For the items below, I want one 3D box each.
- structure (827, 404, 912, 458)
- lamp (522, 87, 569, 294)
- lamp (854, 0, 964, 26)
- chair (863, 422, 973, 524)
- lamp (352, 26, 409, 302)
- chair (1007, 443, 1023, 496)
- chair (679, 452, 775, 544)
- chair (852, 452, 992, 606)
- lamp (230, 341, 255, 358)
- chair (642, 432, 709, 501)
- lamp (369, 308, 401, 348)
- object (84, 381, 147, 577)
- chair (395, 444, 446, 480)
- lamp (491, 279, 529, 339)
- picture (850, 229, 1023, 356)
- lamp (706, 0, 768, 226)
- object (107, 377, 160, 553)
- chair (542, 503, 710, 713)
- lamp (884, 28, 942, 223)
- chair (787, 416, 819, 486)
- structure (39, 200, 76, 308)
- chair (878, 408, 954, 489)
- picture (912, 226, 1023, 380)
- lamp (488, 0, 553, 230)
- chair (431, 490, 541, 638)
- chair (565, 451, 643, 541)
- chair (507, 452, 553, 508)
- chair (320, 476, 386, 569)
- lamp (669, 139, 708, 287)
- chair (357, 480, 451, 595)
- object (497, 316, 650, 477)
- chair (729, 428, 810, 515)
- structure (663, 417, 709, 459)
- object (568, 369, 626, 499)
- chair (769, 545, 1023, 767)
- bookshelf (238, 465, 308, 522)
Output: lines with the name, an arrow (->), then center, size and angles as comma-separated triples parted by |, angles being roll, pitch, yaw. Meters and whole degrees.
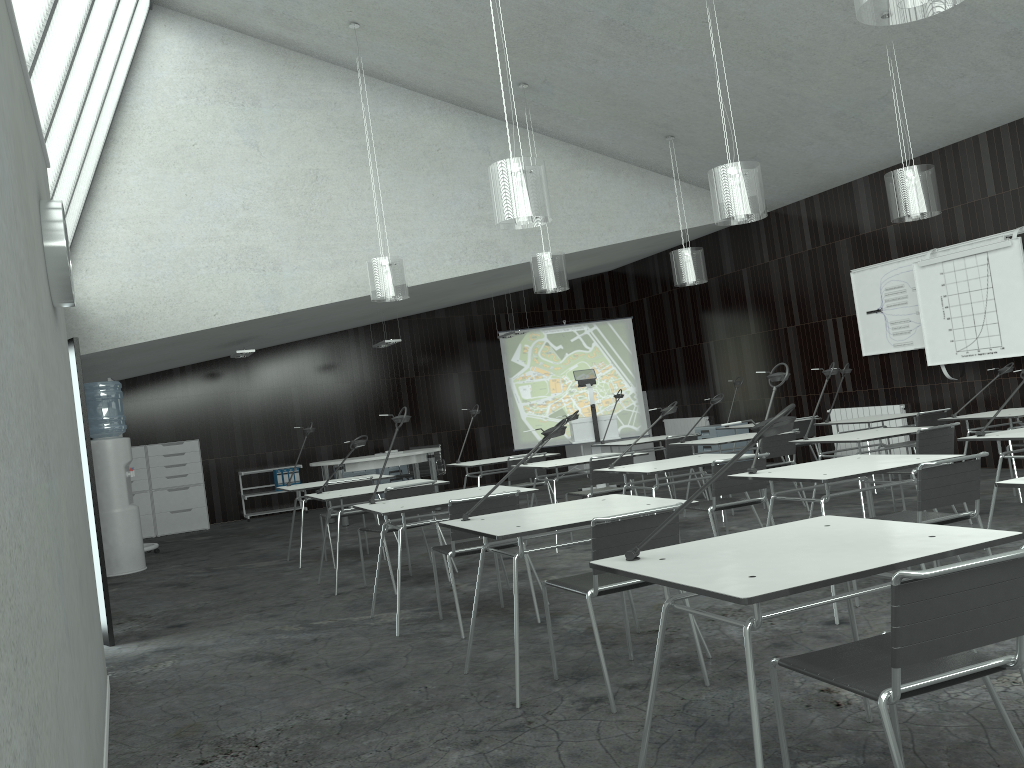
structure -> 4.069, 0.634, 10.144 | 0.079, 0.688, 1.129 | -6, -2, -24
lamp -> 0.256, -2.178, 8.883 | 0.350, 2.307, 0.359 | -6, -2, -24
lamp -> 1.096, -2.749, 2.825 | 0.350, 2.848, 0.359 | -6, -2, -24
chair -> 2.754, 0.702, 6.051 | 0.428, 0.765, 0.555 | -6, -2, -29
lamp -> -1.293, -2.283, 8.205 | 0.350, 2.848, 0.359 | -6, -2, -24
chair -> 4.147, 0.554, 6.754 | 0.428, 0.765, 0.555 | -6, -2, -22
chair -> 1.280, 0.859, 5.314 | 0.428, 0.765, 0.555 | -6, -2, -22
chair -> 1.859, 0.747, 4.030 | 0.428, 0.765, 0.555 | -6, -2, -24
lamp -> -3.438, -2.159, 10.661 | 0.212, 3.595, 0.600 | -6, -2, -24
chair -> 1.568, 0.930, 8.633 | 0.428, 0.765, 0.555 | -6, -2, -27
lamp -> -1.819, -2.334, 11.395 | 0.212, 3.595, 0.600 | -6, -2, -24
object -> -3.736, 0.966, 8.256 | 0.436, 1.967, 0.436 | -6, -2, -35
chair -> -1.215, 1.348, 11.870 | 0.560, 0.825, 0.587 | -7, -2, 15
lamp -> -0.201, -2.509, 12.129 | 0.212, 3.595, 0.600 | -6, -2, -24
picture -> 4.704, -1.047, 8.387 | 0.050, 1.102, 3.818 | -6, -2, -24
lamp -> 1.450, -2.411, 6.194 | 0.350, 2.307, 0.359 | -6, -2, -24
object -> -4.132, 0.988, 9.374 | 0.553, 2.091, 0.560 | -8, -2, 29
chair -> 0.408, 0.906, 3.426 | 0.428, 0.765, 0.555 | -6, -2, -25
lamp -> 3.014, -2.306, 6.879 | 0.350, 1.761, 0.359 | -6, -2, -24
chair -> 2.970, 0.783, 9.413 | 0.428, 0.765, 0.555 | -6, -2, -26
structure -> -1.723, -0.548, 3.369 | 0.077, 0.446, 0.446 | -6, -2, -24
chair -> 3.651, 0.654, 7.987 | 0.428, 0.765, 0.555 | -6, -2, -26
picture -> 4.518, -0.822, 8.590 | 0.254, 1.508, 1.191 | -6, -2, -24
lamp -> -0.099, -2.516, 5.515 | 0.350, 2.848, 0.359 | -6, -2, -24
chair -> -0.173, 1.018, 4.692 | 0.428, 0.765, 0.555 | -6, -2, -21
chair -> 0.703, 0.978, 6.811 | 0.428, 0.765, 0.555 | -6, -2, -24
chair -> 0.085, 1.094, 8.065 | 0.428, 0.765, 0.555 | -6, -2, -25
chair -> -1.348, 1.247, 7.331 | 0.428, 0.765, 0.555 | -6, -2, -23
lamp -> 1.819, -2.073, 9.569 | 0.350, 1.761, 0.359 | -6, -2, -24
chair -> -0.755, 1.132, 6.023 | 0.428, 0.765, 0.555 | -6, -2, -36
object -> 0.943, 0.229, 13.183 | 2.051, 2.602, 0.673 | -7, -2, 0
chair -> 2.124, 0.823, 7.424 | 0.428, 0.765, 0.555 | -6, -2, -28
structure -> 2.641, 0.913, 13.360 | 0.079, 0.688, 1.129 | -6, -2, -24
object -> 0.941, 0.620, 10.210 | 0.559, 1.639, 0.680 | -7, -2, 0
chair -> 0.930, 0.798, 2.078 | 0.428, 0.765, 0.555 | -6, -2, -21
bookshelf -> -3.279, 1.655, 12.177 | 0.817, 0.739, 0.403 | -6, -2, -24
